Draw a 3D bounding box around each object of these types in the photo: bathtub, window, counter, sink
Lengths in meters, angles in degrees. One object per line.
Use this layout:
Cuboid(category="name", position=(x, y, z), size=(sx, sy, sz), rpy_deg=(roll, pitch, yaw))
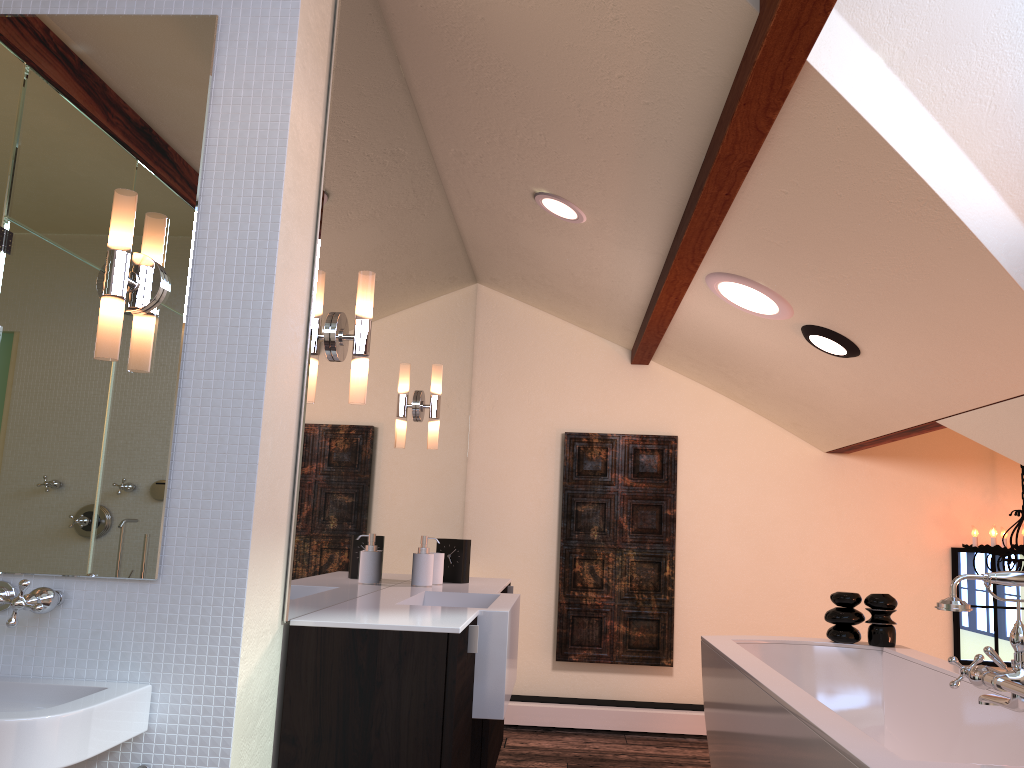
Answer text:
Cuboid(category="bathtub", position=(1.097, 1.319, 2.572), size=(0.798, 0.690, 2.230), rpy_deg=(2, -10, 4))
Cuboid(category="window", position=(2.646, 1.360, 4.859), size=(0.449, 0.697, 0.046), rpy_deg=(2, -8, 4))
Cuboid(category="counter", position=(-0.205, 0.878, 2.770), size=(0.442, 0.294, 1.867), rpy_deg=(2, -10, 4))
Cuboid(category="sink", position=(-1.015, 0.960, 1.435), size=(0.681, 0.781, 0.348), rpy_deg=(2, -8, 4))

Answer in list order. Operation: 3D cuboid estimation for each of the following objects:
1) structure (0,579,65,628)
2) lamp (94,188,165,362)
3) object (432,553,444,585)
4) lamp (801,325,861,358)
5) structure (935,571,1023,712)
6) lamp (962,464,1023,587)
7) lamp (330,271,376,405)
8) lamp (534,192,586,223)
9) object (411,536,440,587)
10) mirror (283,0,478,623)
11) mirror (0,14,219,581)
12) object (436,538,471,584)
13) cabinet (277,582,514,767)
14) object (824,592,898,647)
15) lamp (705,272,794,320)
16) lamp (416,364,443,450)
Cuboid(category="structure", position=(-0.966, 0.438, 1.558), size=(0.298, 0.122, 0.238), rpy_deg=(2, -10, 4))
Cuboid(category="lamp", position=(-0.750, -0.227, 1.703), size=(0.131, 0.363, 0.084), rpy_deg=(2, -8, 4))
Cuboid(category="object", position=(-0.283, 0.737, 3.185), size=(0.073, 0.122, 0.074), rpy_deg=(3, -9, -1))
Cuboid(category="lamp", position=(1.219, -0.180, 3.389), size=(0.214, 0.129, 0.248), rpy_deg=(3, -10, -1))
Cuboid(category="structure", position=(1.025, 0.964, 1.657), size=(0.384, 1.114, 0.557), rpy_deg=(0, -9, 18))
Cuboid(category="lamp", position=(2.659, 0.602, 4.613), size=(0.541, 1.119, 0.619), rpy_deg=(0, -9, 14))
Cuboid(category="lamp", position=(-0.388, -0.127, 2.172), size=(0.083, 0.363, 0.132), rpy_deg=(2, -8, 4))
Cuboid(category="lamp", position=(0.186, -0.757, 3.434), size=(0.206, 0.101, 0.230), rpy_deg=(1, -10, 8))
Cuboid(category="object", position=(-0.306, 0.681, 3.071), size=(0.080, 0.189, 0.074), rpy_deg=(-5, -11, 43))
Cuboid(category="mirror", position=(-0.346, -0.056, 3.595), size=(0.011, 1.833, 3.254), rpy_deg=(2, -10, 4))
Cuboid(category="mirror", position=(-0.935, -0.230, 1.764), size=(0.604, 1.270, 0.011), rpy_deg=(2, -8, 4))
Cuboid(category="object", position=(-0.222, 0.735, 3.321), size=(0.116, 0.177, 0.067), rpy_deg=(-2, -9, 26))
Cuboid(category="cabinet", position=(-0.248, 1.198, 2.727), size=(0.386, 0.917, 1.867), rpy_deg=(2, -10, 4))
Cuboid(category="object", position=(1.398, 1.044, 3.557), size=(0.276, 0.227, 0.157), rpy_deg=(-4, -11, 33))
Cuboid(category="lamp", position=(0.905, -0.371, 3.385), size=(0.329, 0.171, 0.372), rpy_deg=(3, -10, -1))
Cuboid(category="lamp", position=(-0.316, 0.096, 3.401), size=(0.083, 0.363, 0.132), rpy_deg=(2, -8, 4))
